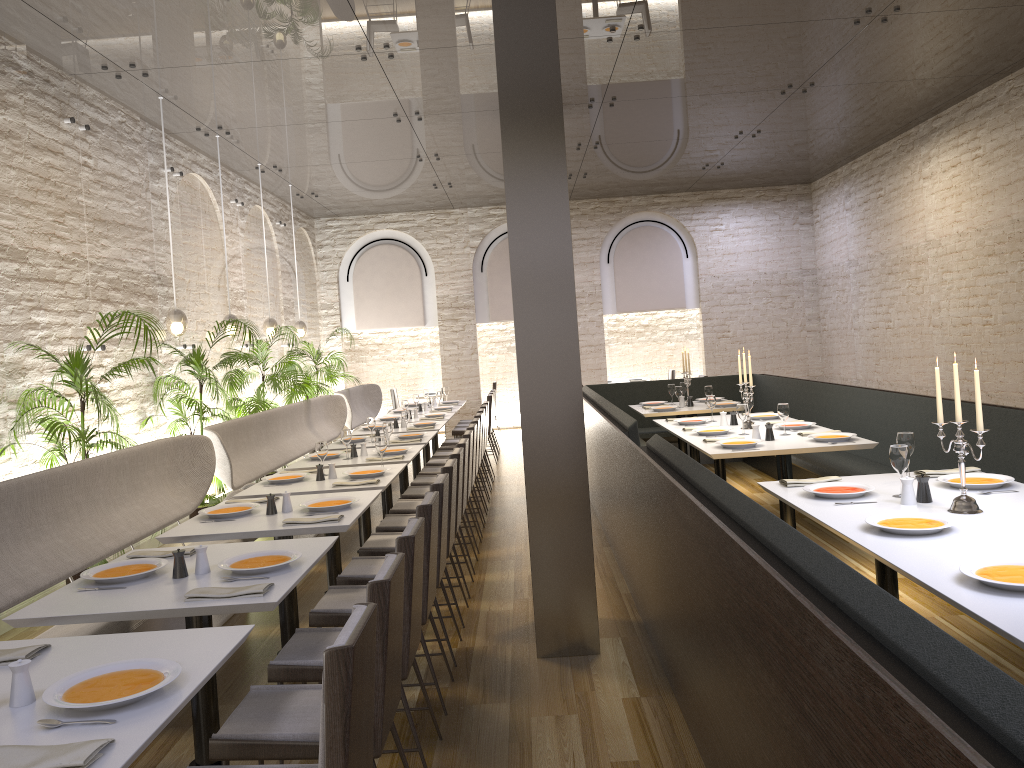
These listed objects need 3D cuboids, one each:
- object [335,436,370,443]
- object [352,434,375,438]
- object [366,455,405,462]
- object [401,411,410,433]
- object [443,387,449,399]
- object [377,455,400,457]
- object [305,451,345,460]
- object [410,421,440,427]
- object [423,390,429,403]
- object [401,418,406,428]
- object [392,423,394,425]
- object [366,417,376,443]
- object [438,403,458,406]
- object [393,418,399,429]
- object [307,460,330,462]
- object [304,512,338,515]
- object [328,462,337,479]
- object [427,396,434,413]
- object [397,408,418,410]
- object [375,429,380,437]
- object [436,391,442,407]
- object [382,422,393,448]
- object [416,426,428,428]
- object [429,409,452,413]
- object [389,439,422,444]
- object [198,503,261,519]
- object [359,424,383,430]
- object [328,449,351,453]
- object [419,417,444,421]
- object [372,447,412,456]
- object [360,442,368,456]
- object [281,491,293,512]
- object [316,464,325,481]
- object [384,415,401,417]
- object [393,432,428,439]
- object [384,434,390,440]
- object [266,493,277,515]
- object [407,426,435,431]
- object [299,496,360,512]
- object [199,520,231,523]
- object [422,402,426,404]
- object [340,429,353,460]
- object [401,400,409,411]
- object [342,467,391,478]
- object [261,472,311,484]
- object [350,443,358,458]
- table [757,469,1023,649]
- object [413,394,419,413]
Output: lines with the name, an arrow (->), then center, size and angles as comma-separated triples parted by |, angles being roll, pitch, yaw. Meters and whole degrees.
object -> -1.472, 0.519, 8.203 | 0.322, 0.036, 0.321 | -5, 3, -21
object -> -1.450, 0.508, 8.545 | 0.273, 0.033, 0.143 | -4, 3, 1
object -> -0.954, 0.562, 6.674 | 0.273, 0.033, 0.143 | -4, 3, 1
object -> -1.009, 0.375, 8.457 | 0.086, 0.231, 0.086 | -3, 1, 43
object -> -0.958, 0.159, 12.987 | 0.086, 0.231, 0.086 | -4, 1, 31
object -> -0.955, 0.554, 6.850 | 0.181, 0.015, 0.038 | -4, 2, 2
object -> -1.485, 0.574, 7.042 | 0.322, 0.036, 0.321 | -5, 3, -17
object -> -0.923, 0.426, 9.366 | 0.322, 0.036, 0.321 | -5, 3, -21
object -> -1.218, 0.198, 12.537 | 0.086, 0.231, 0.086 | -4, 1, 31
object -> -1.148, 0.403, 9.348 | 0.059, 0.109, 0.059 | -4, 1, -8
object -> -1.437, 0.452, 9.716 | 0.273, 0.033, 0.143 | -4, 3, 1
object -> -1.268, 0.414, 8.006 | 0.086, 0.231, 0.086 | -3, 1, 43
object -> -0.890, 0.290, 12.368 | 0.273, 0.033, 0.143 | -4, 3, 1
object -> -1.219, 0.410, 9.303 | 0.059, 0.109, 0.059 | -4, 1, -8
object -> -1.491, 0.593, 6.858 | 0.185, 0.010, 0.017 | -4, 2, 1
object -> -0.981, 0.664, 4.554 | 0.181, 0.015, 0.038 | -4, 2, 2
object -> -1.187, 0.570, 5.852 | 0.059, 0.109, 0.059 | -4, 1, 9
object -> -0.983, 0.265, 10.763 | 0.086, 0.231, 0.086 | -4, 1, 31
object -> -1.412, 0.346, 11.937 | 0.273, 0.033, 0.143 | -4, 3, 1
object -> -1.232, 0.466, 8.132 | 0.059, 0.109, 0.059 | -4, 1, -8
object -> -0.971, 0.213, 11.860 | 0.086, 0.231, 0.086 | -4, 1, 31
object -> -1.022, 0.430, 7.321 | 0.086, 0.231, 0.086 | -4, 1, 7
object -> -0.929, 0.443, 9.183 | 0.181, 0.015, 0.038 | -4, 2, 2
object -> -0.903, 0.344, 11.228 | 0.273, 0.033, 0.143 | -4, 3, 1
object -> -0.941, 0.506, 7.835 | 0.273, 0.033, 0.143 | -4, 3, 1
object -> -1.511, 0.684, 4.745 | 0.322, 0.036, 0.321 | -5, 3, -21
object -> -1.459, 0.463, 9.374 | 0.322, 0.036, 0.321 | -5, 3, -21
object -> -1.463, 0.563, 7.383 | 0.273, 0.033, 0.143 | -4, 3, 1
object -> -0.915, 0.397, 10.125 | 0.273, 0.033, 0.143 | -4, 3, 1
object -> -0.949, 0.537, 7.034 | 0.322, 0.036, 0.321 | -5, 3, -17
object -> -1.174, 0.514, 7.016 | 0.059, 0.109, 0.059 | -4, 1, -8
object -> -1.200, 0.624, 4.719 | 0.059, 0.109, 0.059 | -4, 1, -8
object -> -1.258, 0.577, 5.807 | 0.059, 0.109, 0.059 | -4, 1, 9
object -> -1.424, 0.399, 10.834 | 0.273, 0.033, 0.143 | -4, 3, 1
object -> -0.936, 0.482, 8.195 | 0.322, 0.036, 0.321 | -5, 3, -21
object -> -1.161, 0.459, 8.177 | 0.059, 0.109, 0.059 | -4, 1, -8
object -> -1.271, 0.631, 4.674 | 0.059, 0.109, 0.059 | -4, 1, -8
object -> -0.928, 0.450, 9.006 | 0.273, 0.033, 0.143 | -4, 3, 1
object -> -0.975, 0.647, 4.737 | 0.322, 0.036, 0.321 | -5, 3, -21
object -> -1.517, 0.703, 4.562 | 0.185, 0.010, 0.017 | -4, 2, 1
object -> -1.399, 0.292, 13.077 | 0.273, 0.033, 0.143 | -4, 3, 1
object -> -1.281, 0.469, 6.870 | 0.086, 0.231, 0.086 | -4, 1, -41
object -> -1.243, 0.304, 10.312 | 0.086, 0.231, 0.086 | -4, 1, 31
object -> -0.962, 0.593, 5.870 | 0.321, 0.036, 0.322 | -2, 3, 36
object -> -1.498, 0.630, 5.878 | 0.321, 0.036, 0.322 | -2, 3, 36
object -> -1.245, 0.521, 6.971 | 0.059, 0.109, 0.059 | -4, 1, -8
table -> 1.836, 0.914, 3.345 | 1.100, 0.759, 2.541 | -4, 2, 1
object -> -1.230, 0.252, 11.410 | 0.086, 0.231, 0.086 | -4, 1, 31
